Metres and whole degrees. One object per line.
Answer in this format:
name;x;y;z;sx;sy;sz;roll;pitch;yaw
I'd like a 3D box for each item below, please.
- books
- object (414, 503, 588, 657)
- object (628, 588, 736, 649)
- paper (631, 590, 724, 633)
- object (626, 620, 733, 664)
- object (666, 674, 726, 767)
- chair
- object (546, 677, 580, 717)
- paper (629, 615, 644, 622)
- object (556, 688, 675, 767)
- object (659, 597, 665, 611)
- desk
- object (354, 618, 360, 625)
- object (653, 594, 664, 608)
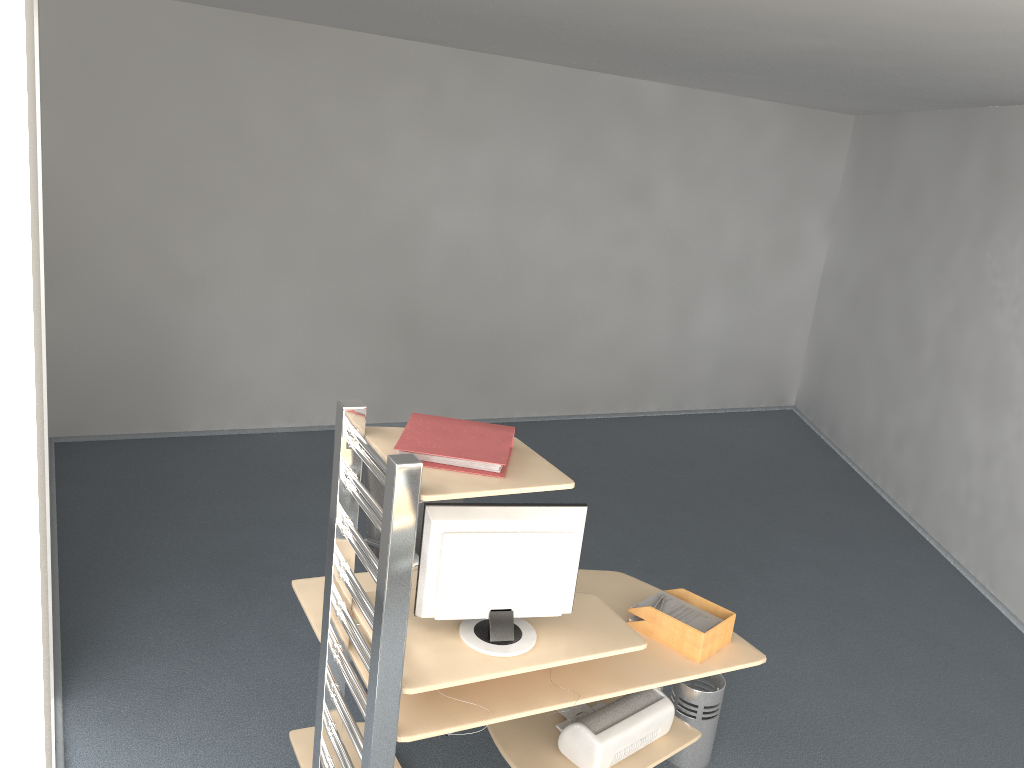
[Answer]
books;-0.165;0.175;2.616;0.320;0.072;0.262;8;15;3
object;-0.031;0.588;2.736;0.516;0.418;0.245;5;15;-6
object;0.616;0.828;3.215;0.309;0.060;0.225;20;20;39
paper;0.614;0.844;3.220;0.297;0.010;0.210;20;20;39
object;0.610;0.882;3.230;0.309;0.060;0.225;20;20;39
object;0.750;1.381;3.685;0.208;0.377;0.208;11;16;14
chair;-0.309;0.852;3.836;0.584;1.048;0.652;-7;20;-40
object;0.054;0.896;3.091;0.478;0.082;0.814;1;16;-20
paper;0.608;0.893;3.234;0.297;0.019;0.210;20;20;39
object;0.341;1.238;3.330;0.438;0.162;0.351;-8;21;-42
object;0.548;0.817;3.255;0.008;0.009;0.159;11;16;16
desk;0.055;0.802;3.199;1.469;1.566;0.967;-1;17;-28
object;-0.533;0.796;3.099;0.132;0.026;0.132;-1;17;-27
object;0.540;0.809;3.282;0.008;0.009;0.159;14;17;24
